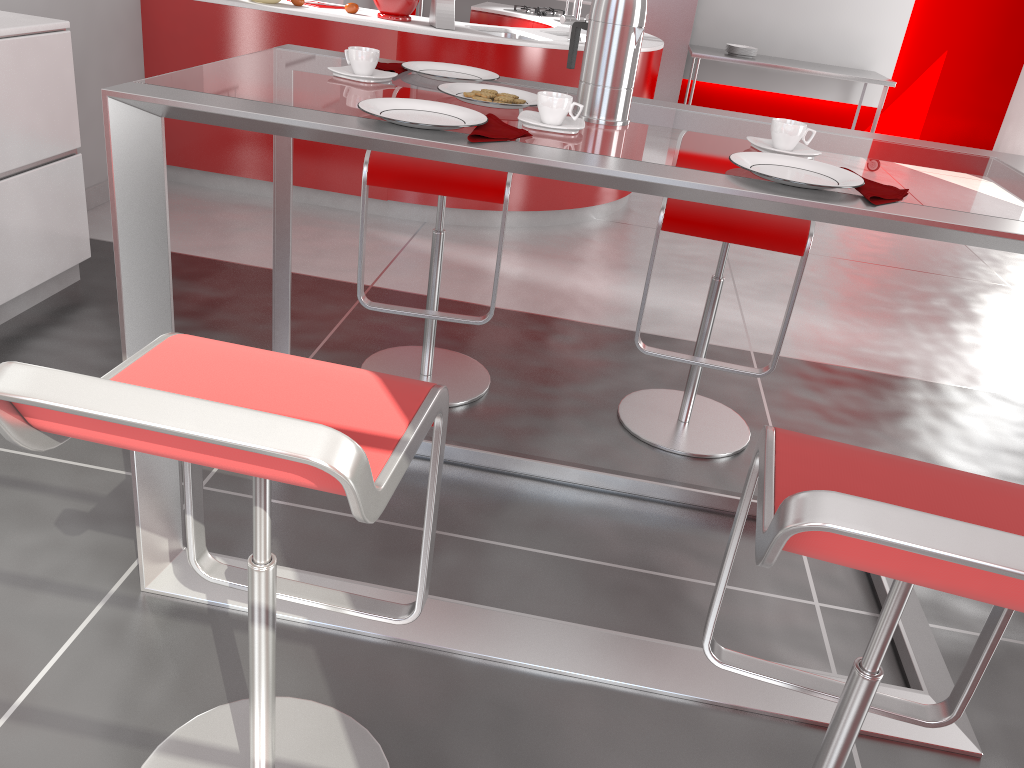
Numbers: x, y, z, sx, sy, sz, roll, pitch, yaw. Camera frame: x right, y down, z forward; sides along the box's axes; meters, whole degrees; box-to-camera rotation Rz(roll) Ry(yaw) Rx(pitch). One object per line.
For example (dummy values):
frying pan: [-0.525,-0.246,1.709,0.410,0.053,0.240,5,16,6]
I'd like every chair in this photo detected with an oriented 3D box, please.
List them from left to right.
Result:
chair: [-0.354,0.304,1.226,0.418,0.857,0.460,11,27,6]
chair: [-0.223,-0.413,2.687,0.418,0.857,0.460,8,26,0]
chair: [0.597,-0.266,2.624,0.418,0.857,0.460,12,27,8]
chair: [0.461,0.438,1.185,0.418,0.857,0.460,13,27,11]

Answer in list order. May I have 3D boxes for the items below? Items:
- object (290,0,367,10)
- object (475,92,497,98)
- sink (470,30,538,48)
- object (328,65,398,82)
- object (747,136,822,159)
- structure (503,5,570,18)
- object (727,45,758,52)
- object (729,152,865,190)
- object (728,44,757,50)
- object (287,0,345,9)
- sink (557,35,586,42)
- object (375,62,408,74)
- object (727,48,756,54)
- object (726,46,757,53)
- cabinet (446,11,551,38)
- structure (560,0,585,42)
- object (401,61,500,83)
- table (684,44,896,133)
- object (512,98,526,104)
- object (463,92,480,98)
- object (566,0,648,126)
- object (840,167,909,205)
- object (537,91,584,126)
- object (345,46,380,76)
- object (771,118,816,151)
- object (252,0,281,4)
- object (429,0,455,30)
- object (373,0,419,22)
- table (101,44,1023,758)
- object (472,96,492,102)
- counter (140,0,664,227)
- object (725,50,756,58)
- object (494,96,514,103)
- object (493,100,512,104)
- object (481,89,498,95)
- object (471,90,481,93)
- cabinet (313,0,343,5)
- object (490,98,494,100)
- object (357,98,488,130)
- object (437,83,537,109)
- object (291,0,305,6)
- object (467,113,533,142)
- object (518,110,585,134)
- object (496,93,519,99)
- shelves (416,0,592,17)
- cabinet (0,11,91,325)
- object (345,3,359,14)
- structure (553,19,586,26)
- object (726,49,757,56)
object: [-0.888,-1.848,4.319,0.375,0.008,0.041,-1,28,-17]
object: [-0.050,-0.561,1.721,0.034,0.006,0.036,-19,37,-42]
sink: [-0.031,-1.595,4.314,0.326,0.172,0.428,-9,31,-30]
object: [-0.300,-0.623,1.786,0.119,0.016,0.119,19,29,22]
object: [0.497,-0.432,1.628,0.119,0.016,0.119,1,27,-14]
structure: [0.197,-2.374,5.646,0.303,0.037,0.457,25,31,30]
object: [1.820,-2.657,7.033,0.228,0.020,0.228,2,27,-12]
object: [0.459,-0.342,1.438,0.217,0.015,0.217,22,30,25]
object: [1.821,-2.666,7.029,0.228,0.020,0.228,2,27,-12]
object: [-0.944,-1.844,4.310,0.266,0.006,0.168,23,30,28]
sink: [0.355,-1.683,4.598,0.326,0.172,0.428,-17,36,-41]
object: [-0.269,-0.704,1.958,0.095,0.012,0.234,10,27,4]
object: [1.817,-2.639,7.043,0.228,0.020,0.228,2,27,-12]
object: [1.818,-2.648,7.038,0.228,0.020,0.228,2,27,-12]
cabinet: [-0.604,-1.639,4.919,1.875,0.761,1.025,-13,33,-35]
structure: [0.312,-2.078,4.100,0.308,0.920,0.178,-14,34,-37]
object: [-0.135,-0.679,1.942,0.217,0.015,0.217,29,33,36]
table: [2.183,-2.256,7.217,1.627,0.682,0.749,11,27,5]
object: [0.008,-0.555,1.739,0.034,0.006,0.036,20,29,23]
object: [-0.077,-0.565,1.735,0.036,0.006,0.034,3,27,-11]
object: [0.172,-0.640,1.644,0.149,0.287,0.113,14,27,11]
object: [0.594,-0.315,1.426,0.095,0.012,0.234,9,27,3]
object: [0.077,-0.478,1.550,0.062,0.049,0.078,-16,35,-40]
object: [-0.305,-0.646,1.776,0.078,0.049,0.062,10,27,4]
object: [0.506,-0.451,1.614,0.078,0.049,0.062,21,29,24]
object: [-1.144,-1.808,4.097,0.201,0.086,0.201,10,27,5]
object: [-0.313,-1.725,4.050,0.091,0.178,0.137,-2,28,-20]
object: [-0.546,-1.765,4.140,0.229,0.118,0.228,-3,29,-22]
table: [0.188,-0.041,1.902,1.700,1.000,0.800,10,27,4]
object: [-0.057,-0.546,1.703,0.036,0.006,0.034,1,27,-15]
counter: [-0.349,-1.546,4.878,1.868,0.880,2.865,27,32,34]
object: [1.814,-2.621,7.052,0.228,0.020,0.228,2,27,-12]
object: [-0.014,-0.548,1.705,0.034,0.006,0.036,16,27,15]
object: [-0.018,-0.542,1.704,0.034,0.006,0.036,12,27,8]
object: [-0.045,-0.580,1.759,0.034,0.006,0.036,5,27,-6]
object: [-0.063,-0.579,1.767,0.036,0.006,0.034,10,27,4]
cabinet: [-1.712,-2.739,5.581,0.614,2.026,2.398,10,27,4]
object: [-0.032,-0.561,1.740,0.036,0.006,0.034,18,28,20]
object: [-0.148,-0.446,1.475,0.217,0.015,0.217,-1,28,-18]
object: [-0.038,-0.559,1.730,0.217,0.015,0.217,-19,37,-42]
object: [-1.004,-1.792,4.148,0.065,0.047,0.063,10,27,4]
object: [-0.012,-0.419,1.463,0.095,0.012,0.234,9,27,3]
object: [0.069,-0.460,1.565,0.119,0.016,0.119,9,26,2]
object: [-0.009,-0.566,1.742,0.036,0.006,0.034,21,29,25]
shelves: [0.129,-3.532,7.029,1.735,2.599,0.535,10,27,4]
cabinet: [-1.880,-0.424,2.220,0.610,0.880,1.802,10,27,4]
object: [-0.749,-1.759,4.148,0.064,0.048,0.063,0,28,-16]
structure: [0.505,-2.144,5.275,0.457,0.037,0.303,-1,28,-18]
object: [1.816,-2.630,7.047,0.228,0.020,0.228,2,27,-12]
